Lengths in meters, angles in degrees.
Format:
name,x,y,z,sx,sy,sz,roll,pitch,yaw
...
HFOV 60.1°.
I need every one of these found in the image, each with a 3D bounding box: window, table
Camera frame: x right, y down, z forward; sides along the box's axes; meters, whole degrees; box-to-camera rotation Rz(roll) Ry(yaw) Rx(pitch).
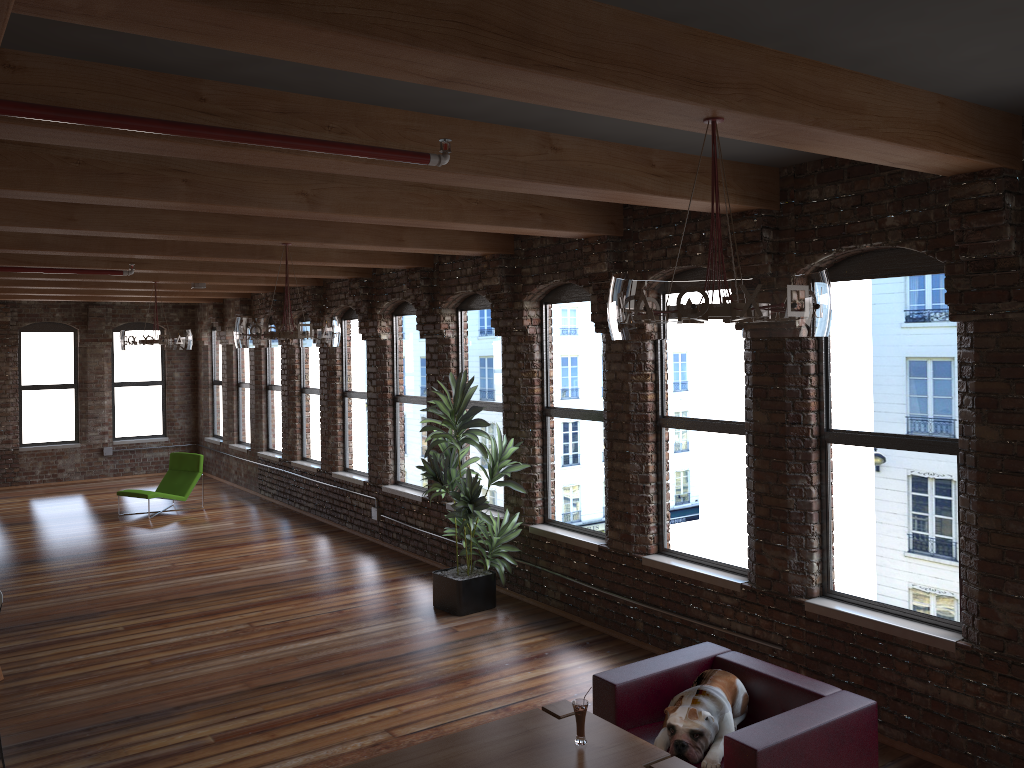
name,x,y,z,sx,sy,sz,roll,pitch,yaw
window,-2.830,0.070,12.418,0.230,2.215,0.968,-1,0,-35
window,-0.331,0.187,8.794,0.235,2.215,0.968,-1,0,-35
window,2.164,0.304,5.171,0.235,2.215,0.968,-1,0,-35
window,1.332,0.265,6.379,0.235,2.215,0.968,-1,0,-35
window,-1.995,0.109,11.211,0.236,2.215,0.968,-1,0,-35
window,-6.880,-0.034,16.347,0.969,2.218,0.218,-1,0,-35
table,-0.197,1.874,3.504,1.751,0.550,0.900,-2,2,-35
window,0.501,0.226,7.586,0.235,2.215,0.968,-1,0,-35
window,-1.165,0.148,10.002,0.232,2.215,0.968,-1,0,-35
window,-3.659,0.031,13.625,0.233,2.215,0.968,-1,0,-35
window,-5.339,-0.047,16.064,0.232,2.215,0.968,-1,0,-35
window,-4.492,-0.008,14.833,0.231,2.215,0.968,-1,0,-35
window,-8.104,0.022,15.504,0.969,2.218,0.218,-1,0,-35

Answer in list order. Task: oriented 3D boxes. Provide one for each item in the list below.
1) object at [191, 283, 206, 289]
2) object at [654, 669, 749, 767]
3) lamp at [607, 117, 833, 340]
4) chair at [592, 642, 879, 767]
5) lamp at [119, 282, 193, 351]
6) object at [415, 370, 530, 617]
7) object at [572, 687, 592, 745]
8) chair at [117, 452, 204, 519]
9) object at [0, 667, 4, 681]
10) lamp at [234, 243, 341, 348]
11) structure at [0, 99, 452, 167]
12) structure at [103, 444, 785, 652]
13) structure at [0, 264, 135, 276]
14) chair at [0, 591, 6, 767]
name,x,y,z,sx,sy,sz,roll,pitch,yaw
object,-3.831,-1.208,10.829,0.145,0.072,0.147,-2,2,-35
object,0.933,1.618,4.358,0.364,0.297,0.755,0,2,27
lamp,0.754,-0.576,3.282,0.809,0.815,0.810,-1,1,6
chair,1.073,1.792,4.375,0.866,0.593,1.071,-2,2,-35
lamp,-4.223,-0.809,10.508,0.809,0.815,0.809,-1,1,1
object,-0.402,0.916,7.851,0.967,2.104,1.080,-1,0,-22
object,0.310,1.458,3.886,0.095,0.232,0.076,-1,0,-2
chair,-5.018,1.433,12.664,0.680,0.796,0.957,0,1,30
object,-4.010,1.030,6.040,0.685,2.141,0.702,-1,0,15
lamp,-1.757,-0.694,6.927,0.809,0.815,0.810,-1,1,8
structure,-3.047,-0.791,1.603,6.812,0.112,0.051,-3,1,-35
structure,-2.205,1.410,11.288,1.634,0.313,13.706,-3,3,-41
structure,-6.348,-0.946,6.397,6.812,0.112,0.051,-3,1,-35
chair,-2.976,1.650,4.728,0.467,0.982,0.430,-1,0,-35
